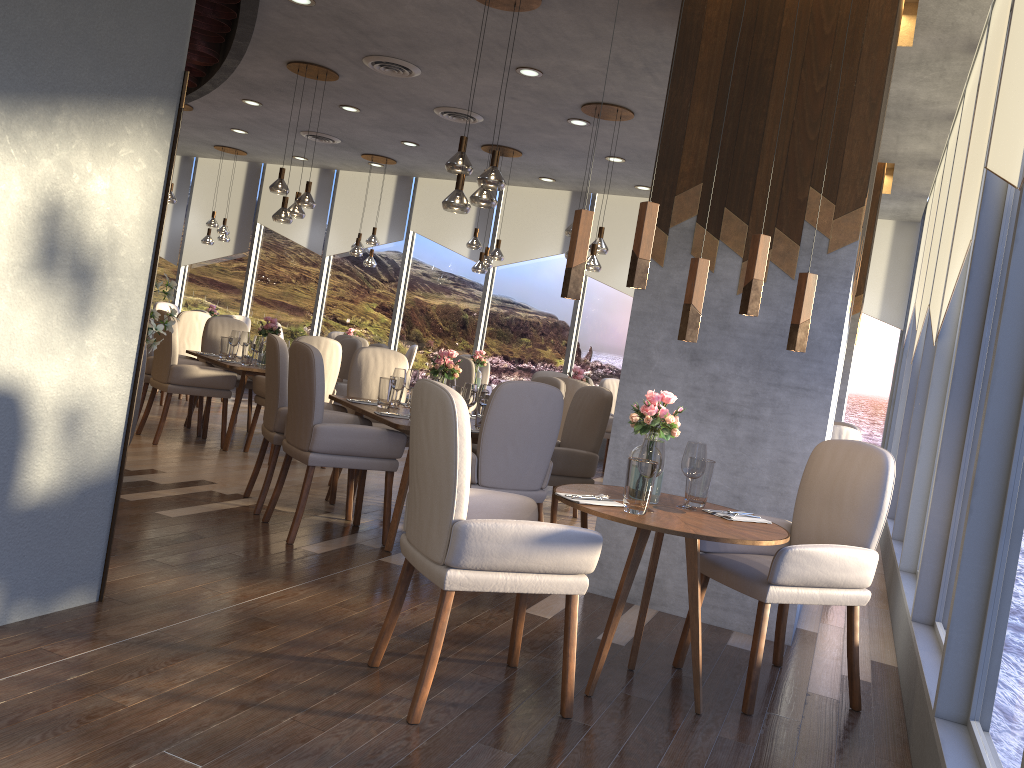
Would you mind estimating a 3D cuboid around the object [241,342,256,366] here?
[{"bbox_3d":[-2.094,-0.234,7.027,0.102,0.178,0.102,10,1,22],"label":"object"}]

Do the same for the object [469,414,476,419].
[{"bbox_3d":[-0.267,0.202,5.624,0.254,0.019,0.158,8,2,-26],"label":"object"}]

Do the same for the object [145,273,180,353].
[{"bbox_3d":[-1.873,-0.129,3.842,0.790,1.616,0.745,10,1,28],"label":"object"}]

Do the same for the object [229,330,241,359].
[{"bbox_3d":[-2.383,-0.337,7.596,0.092,0.244,0.092,10,1,13],"label":"object"}]

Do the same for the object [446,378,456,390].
[{"bbox_3d":[-0.411,0.064,5.647,0.092,0.244,0.092,10,1,22],"label":"object"}]

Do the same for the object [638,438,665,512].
[{"bbox_3d":[0.472,0.313,3.056,0.092,0.244,0.092,9,1,12],"label":"object"}]

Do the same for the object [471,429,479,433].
[{"bbox_3d":[-0.282,0.232,4.788,0.157,0.019,0.256,8,2,-28],"label":"object"}]

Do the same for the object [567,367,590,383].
[{"bbox_3d":[0.524,0.069,7.348,0.209,0.415,0.198,9,1,-21],"label":"object"}]

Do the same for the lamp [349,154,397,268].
[{"bbox_3d":[-1.751,-2.130,10.959,0.440,1.326,0.439,10,1,14],"label":"lamp"}]

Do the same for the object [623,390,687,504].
[{"bbox_3d":[0.513,0.225,3.256,0.210,0.415,0.198,9,1,-1],"label":"object"}]

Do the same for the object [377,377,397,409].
[{"bbox_3d":[-0.751,0.055,5.282,0.102,0.178,0.102,10,1,11],"label":"object"}]

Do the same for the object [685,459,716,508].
[{"bbox_3d":[0.706,0.373,3.355,0.102,0.178,0.102,9,1,-20],"label":"object"}]

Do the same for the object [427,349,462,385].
[{"bbox_3d":[-0.412,-0.004,5.238,0.210,0.415,0.198,9,1,-1],"label":"object"}]

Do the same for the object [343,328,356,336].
[{"bbox_3d":[-2.020,-0.490,10.964,0.198,0.415,0.210,10,1,19],"label":"object"}]

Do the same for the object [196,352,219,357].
[{"bbox_3d":[-2.565,-0.253,7.597,0.254,0.019,0.158,8,3,-34],"label":"object"}]

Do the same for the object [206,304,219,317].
[{"bbox_3d":[-4.148,-0.889,12.209,0.210,0.415,0.197,10,1,44],"label":"object"}]

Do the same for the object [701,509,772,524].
[{"bbox_3d":[0.805,0.475,3.235,0.254,0.019,0.158,8,2,-26],"label":"object"}]

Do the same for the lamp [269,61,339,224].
[{"bbox_3d":[-1.796,-2.005,7.530,0.440,1.326,0.438,10,1,27],"label":"lamp"}]

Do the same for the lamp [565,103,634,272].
[{"bbox_3d":[0.679,-1.587,7.290,0.440,1.326,0.438,10,1,29],"label":"lamp"}]

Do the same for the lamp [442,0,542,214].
[{"bbox_3d":[-0.148,-1.644,5.229,0.439,1.326,0.439,9,1,7],"label":"lamp"}]

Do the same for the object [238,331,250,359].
[{"bbox_3d":[-2.358,-0.340,7.794,0.092,0.244,0.092,10,1,37],"label":"object"}]

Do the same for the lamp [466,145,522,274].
[{"bbox_3d":[-0.216,-1.816,9.381,0.440,1.326,0.438,10,1,24],"label":"lamp"}]

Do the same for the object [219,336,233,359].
[{"bbox_3d":[-2.424,-0.306,7.493,0.102,0.178,0.102,9,1,-18],"label":"object"}]

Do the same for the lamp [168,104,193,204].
[{"bbox_3d":[-3.840,-2.427,9.743,0.438,1.326,0.440,9,1,-30],"label":"lamp"}]

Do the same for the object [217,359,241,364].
[{"bbox_3d":[-2.235,-0.181,7.131,0.254,0.019,0.158,8,3,-34],"label":"object"}]

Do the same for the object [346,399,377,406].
[{"bbox_3d":[-0.874,0.111,5.406,0.254,0.019,0.158,8,2,-25],"label":"object"}]

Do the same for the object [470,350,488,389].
[{"bbox_3d":[-0.371,-0.156,9.363,0.210,0.415,0.198,9,1,-6],"label":"object"}]

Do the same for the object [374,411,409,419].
[{"bbox_3d":[-0.625,0.172,4.891,0.254,0.019,0.158,8,2,-25],"label":"object"}]

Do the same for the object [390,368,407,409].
[{"bbox_3d":[-0.694,0.027,5.377,0.092,0.244,0.092,10,1,17],"label":"object"}]

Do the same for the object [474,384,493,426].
[{"bbox_3d":[-0.167,0.124,5.130,0.092,0.244,0.092,9,1,-1],"label":"object"}]

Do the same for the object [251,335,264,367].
[{"bbox_3d":[-2.053,-0.265,7.130,0.092,0.244,0.092,9,1,8],"label":"object"}]

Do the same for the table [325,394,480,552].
[{"bbox_3d":[-0.513,0.522,5.265,0.962,0.665,1.310,9,2,-28],"label":"table"}]

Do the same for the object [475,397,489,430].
[{"bbox_3d":[-0.154,0.168,4.906,0.102,0.178,0.102,9,1,-32],"label":"object"}]

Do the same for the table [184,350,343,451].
[{"bbox_3d":[-2.176,0.161,7.531,0.962,0.665,1.311,8,2,-35],"label":"table"}]

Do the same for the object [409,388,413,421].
[{"bbox_3d":[-0.502,0.116,4.767,0.102,0.178,0.102,9,1,1],"label":"object"}]

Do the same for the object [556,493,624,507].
[{"bbox_3d":[0.290,0.396,3.069,0.254,0.019,0.158,8,2,-30],"label":"object"}]

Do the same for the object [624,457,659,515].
[{"bbox_3d":[0.424,0.342,2.956,0.102,0.178,0.102,9,1,6],"label":"object"}]

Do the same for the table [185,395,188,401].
[{"bbox_3d":[-4.190,-0.258,9.775,1.310,0.665,0.962,11,2,38],"label":"table"}]

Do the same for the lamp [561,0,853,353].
[{"bbox_3d":[0.787,-1.105,3.176,1.159,1.931,0.118,9,0,-23],"label":"lamp"}]

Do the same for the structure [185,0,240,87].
[{"bbox_3d":[-4.026,-2.892,7.013,2.748,0.556,9.481,8,3,-39],"label":"structure"}]

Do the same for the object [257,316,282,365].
[{"bbox_3d":[-2.075,-0.367,7.535,0.209,0.415,0.198,9,1,-21],"label":"object"}]

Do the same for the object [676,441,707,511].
[{"bbox_3d":[0.662,0.336,3.258,0.092,0.244,0.092,10,1,44],"label":"object"}]

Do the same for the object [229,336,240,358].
[{"bbox_3d":[-2.464,-0.326,7.832,0.102,0.178,0.102,9,1,-27],"label":"object"}]

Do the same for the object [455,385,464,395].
[{"bbox_3d":[-0.367,0.100,5.745,0.102,0.178,0.102,9,1,-20],"label":"object"}]

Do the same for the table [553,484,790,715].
[{"bbox_3d":[0.506,0.774,3.160,0.835,0.662,0.833,10,2,13],"label":"table"}]

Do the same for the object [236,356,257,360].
[{"bbox_3d":[-2.372,-0.235,7.961,0.157,0.019,0.256,8,3,-33],"label":"object"}]

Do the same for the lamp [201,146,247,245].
[{"bbox_3d":[-3.942,-2.535,12.085,0.440,1.326,0.439,10,1,21],"label":"lamp"}]

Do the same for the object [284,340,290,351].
[{"bbox_3d":[-1.872,-0.239,7.251,0.092,0.244,0.092,9,1,-13],"label":"object"}]

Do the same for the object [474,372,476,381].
[{"bbox_3d":[-0.433,-0.039,9.147,0.102,0.178,0.102,10,1,42],"label":"object"}]

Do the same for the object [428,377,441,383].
[{"bbox_3d":[-0.445,0.088,4.863,0.092,0.244,0.092,10,1,17],"label":"object"}]

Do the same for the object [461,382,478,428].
[{"bbox_3d":[-0.246,0.118,4.952,0.092,0.244,0.092,10,1,42],"label":"object"}]
